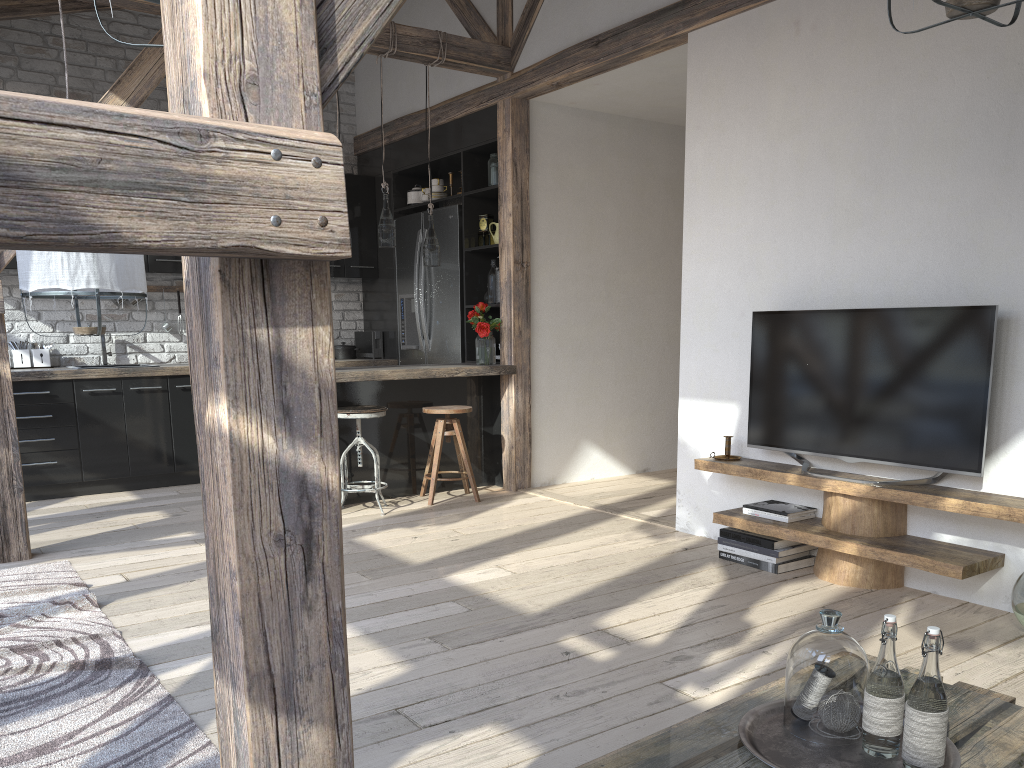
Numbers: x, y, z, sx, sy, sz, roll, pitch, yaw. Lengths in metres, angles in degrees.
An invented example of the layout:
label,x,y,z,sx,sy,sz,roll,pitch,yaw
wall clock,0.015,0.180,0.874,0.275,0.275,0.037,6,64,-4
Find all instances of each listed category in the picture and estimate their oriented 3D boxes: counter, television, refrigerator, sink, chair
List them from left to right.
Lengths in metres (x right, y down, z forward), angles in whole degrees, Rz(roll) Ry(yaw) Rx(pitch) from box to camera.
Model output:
label,x,y,z,sx,sy,sz,roll,pitch,yaw
sink,-2.807,-0.150,6.165,0.523,0.525,0.508,-6,9,-35
counter,-2.164,0.338,5.708,3.789,0.868,2.219,-3,5,-35
chair,-0.917,0.456,5.310,0.354,0.649,0.347,-1,9,-2
chair,-0.408,0.448,5.654,0.340,0.607,0.335,-3,9,-15
refrigerator,-0.353,-0.321,6.868,0.845,1.960,0.931,-7,11,-35
television,1.443,0.044,3.685,0.205,0.719,1.091,-8,9,-35

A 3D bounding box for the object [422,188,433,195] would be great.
label,x,y,z,sx,sy,sz,roll,pitch,yaw
object,-0.629,-1.429,6.590,0.094,0.069,0.104,-1,6,-7

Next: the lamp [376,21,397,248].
label,x,y,z,sx,sy,sz,roll,pitch,yaw
lamp,-0.736,-1.446,5.163,0.108,1.262,0.235,-5,11,-23

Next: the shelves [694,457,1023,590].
label,x,y,z,sx,sy,sz,roll,pitch,yaw
shelves,1.419,0.627,3.758,0.328,0.458,1.586,-6,7,-35

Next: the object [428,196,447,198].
label,x,y,z,sx,sy,sz,roll,pitch,yaw
object,-0.544,-1.366,6.480,0.149,0.026,0.146,0,4,6

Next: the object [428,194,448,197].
label,x,y,z,sx,sy,sz,roll,pitch,yaw
object,-0.544,-1.377,6.478,0.149,0.026,0.146,0,4,6

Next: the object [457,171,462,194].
label,x,y,z,sx,sy,sz,roll,pitch,yaw
object,-0.339,-1.410,6.142,0.095,0.176,0.094,4,10,28

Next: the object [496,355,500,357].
label,x,y,z,sx,sy,sz,roll,pitch,yaw
object,-0.009,-0.186,6.118,0.214,0.025,0.211,1,4,18

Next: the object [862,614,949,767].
label,x,y,z,sx,sy,sz,roll,pitch,yaw
object,0.719,0.561,1.605,0.071,0.273,0.152,-8,11,-35

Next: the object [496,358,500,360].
label,x,y,z,sx,sy,sz,roll,pitch,yaw
object,-0.009,-0.170,6.121,0.214,0.025,0.211,0,4,13

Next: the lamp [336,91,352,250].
label,x,y,z,sx,sy,sz,roll,pitch,yaw
lamp,-0.968,-1.407,4.997,0.107,1.314,0.222,-7,12,-33

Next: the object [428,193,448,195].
label,x,y,z,sx,sy,sz,roll,pitch,yaw
object,-0.544,-1.389,6.476,0.149,0.026,0.146,0,4,6

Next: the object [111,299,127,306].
label,x,y,z,sx,sy,sz,roll,pitch,yaw
object,-2.841,-0.630,6.346,0.117,0.142,0.092,-6,10,-33

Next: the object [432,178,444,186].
label,x,y,z,sx,sy,sz,roll,pitch,yaw
object,-0.540,-1.465,6.454,0.105,0.069,0.093,4,8,40

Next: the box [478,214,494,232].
label,x,y,z,sx,sy,sz,roll,pitch,yaw
box,-0.178,-1.116,6.110,0.082,0.116,0.081,5,10,34

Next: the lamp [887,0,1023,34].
label,x,y,z,sx,sy,sz,roll,pitch,yaw
lamp,0.981,-1.329,1.781,0.407,1.105,0.392,0,10,6

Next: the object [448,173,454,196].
label,x,y,z,sx,sy,sz,roll,pitch,yaw
object,-0.432,-1.414,6.268,0.059,0.171,0.058,7,13,39

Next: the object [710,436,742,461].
label,x,y,z,sx,sy,sz,roll,pitch,yaw
object,1.052,0.311,4.288,0.139,0.115,0.138,4,8,37

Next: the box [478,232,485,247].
label,x,y,z,sx,sy,sz,roll,pitch,yaw
box,-0.186,-1.005,6.166,0.082,0.116,0.082,-6,10,-35

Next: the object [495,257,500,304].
label,x,y,z,sx,sy,sz,roll,pitch,yaw
object,-0.057,-0.719,5.945,0.109,0.357,0.106,-1,10,-5

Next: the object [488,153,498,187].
label,x,y,z,sx,sy,sz,roll,pitch,yaw
object,-0.097,-1.409,5.820,0.124,0.211,0.123,-6,10,-30

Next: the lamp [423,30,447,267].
label,x,y,z,sx,sy,sz,roll,pitch,yaw
lamp,-0.477,-1.408,5.344,0.108,1.368,0.222,-7,12,-33

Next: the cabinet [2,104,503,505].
label,x,y,z,sx,sy,sz,roll,pitch,yaw
cabinet,-2.047,-0.506,5.725,4.189,2.557,2.068,-4,9,-35

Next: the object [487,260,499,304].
label,x,y,z,sx,sy,sz,roll,pitch,yaw
object,-0.127,-0.702,6.075,0.085,0.308,0.085,-10,14,-43

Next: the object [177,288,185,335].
label,x,y,z,sx,sy,sz,roll,pitch,yaw
object,-2.388,-0.537,6.647,0.280,0.389,0.069,-6,12,-34

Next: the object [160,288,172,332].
label,x,y,z,sx,sy,sz,roll,pitch,yaw
object,-2.580,-0.551,6.549,0.070,0.333,0.065,-8,12,-35

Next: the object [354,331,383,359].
label,x,y,z,sx,sy,sz,roll,pitch,yaw
object,-1.203,-0.327,7.372,0.087,0.231,0.348,-7,9,-35

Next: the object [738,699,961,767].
label,x,y,z,sx,sy,sz,roll,pitch,yaw
object,0.634,0.686,1.676,0.394,0.022,0.389,-2,4,-15

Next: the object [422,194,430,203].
label,x,y,z,sx,sy,sz,roll,pitch,yaw
object,-0.624,-1.383,6.602,0.106,0.069,0.093,1,6,17

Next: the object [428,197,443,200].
label,x,y,z,sx,sy,sz,roll,pitch,yaw
object,-0.544,-1.354,6.483,0.148,0.023,0.146,-1,4,-9

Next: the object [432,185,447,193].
label,x,y,z,sx,sy,sz,roll,pitch,yaw
object,-0.539,-1.421,6.469,0.105,0.069,0.093,-3,7,-24

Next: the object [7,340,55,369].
label,x,y,z,sx,sy,sz,roll,pitch,yaw
object,-3.358,-0.206,6.021,0.402,0.205,0.145,-4,9,-33

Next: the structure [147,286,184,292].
label,x,y,z,sx,sy,sz,roll,pitch,yaw
structure,-2.690,-0.701,6.457,0.927,0.047,0.080,-3,6,-35

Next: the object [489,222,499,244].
label,x,y,z,sx,sy,sz,roll,pitch,yaw
object,-0.062,-1.025,5.998,0.148,0.173,0.134,6,10,40

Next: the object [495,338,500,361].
label,x,y,z,sx,sy,sz,roll,pitch,yaw
object,-0.164,-0.250,6.252,0.133,0.168,0.133,7,11,44

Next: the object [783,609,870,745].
label,x,y,z,sx,sy,sz,roll,pitch,yaw
object,0.623,0.565,1.740,0.155,0.252,0.153,3,9,23

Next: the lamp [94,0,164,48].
label,x,y,z,sx,sy,sz,roll,pitch,yaw
lamp,-0.649,-1.346,1.702,0.398,1.330,0.401,5,12,30

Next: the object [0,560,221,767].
label,x,y,z,sx,sy,sz,roll,pitch,yaw
object,-2.147,0.950,2.371,2.175,0.057,3.155,-3,4,-35

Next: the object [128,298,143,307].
label,x,y,z,sx,sy,sz,roll,pitch,yaw
object,-2.747,-0.634,6.401,0.117,0.142,0.091,-3,9,-18

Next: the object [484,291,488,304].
label,x,y,z,sx,sy,sz,roll,pitch,yaw
object,-0.134,-0.671,6.230,0.132,0.224,0.130,-4,10,-23

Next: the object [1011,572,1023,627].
label,x,y,z,sx,sy,sz,roll,pitch,yaw
object,1.990,0.334,2.921,0.511,1.142,0.272,7,13,40

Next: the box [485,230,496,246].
label,x,y,z,sx,sy,sz,roll,pitch,yaw
box,-0.139,-1.001,6.093,0.082,0.116,0.081,-4,9,-25

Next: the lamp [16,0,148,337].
label,x,y,z,sx,sy,sz,roll,pitch,yaw
lamp,-1.509,-1.118,2.957,0.400,1.933,0.398,0,10,6

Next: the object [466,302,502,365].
label,x,y,z,sx,sy,sz,roll,pitch,yaw
object,-0.184,-0.336,5.856,0.251,0.423,0.306,-1,8,-2

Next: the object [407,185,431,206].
label,x,y,z,sx,sy,sz,roll,pitch,yaw
object,-0.720,-1.448,6.794,0.186,0.178,0.204,0,7,5

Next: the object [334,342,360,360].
label,x,y,z,sx,sy,sz,roll,pitch,yaw
object,-1.397,-0.277,7.303,0.246,0.143,0.207,-5,7,-36

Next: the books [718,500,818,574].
label,x,y,z,sx,sy,sz,roll,pitch,yaw
books,1.189,0.699,4.097,0.289,0.270,0.356,-5,8,-35
